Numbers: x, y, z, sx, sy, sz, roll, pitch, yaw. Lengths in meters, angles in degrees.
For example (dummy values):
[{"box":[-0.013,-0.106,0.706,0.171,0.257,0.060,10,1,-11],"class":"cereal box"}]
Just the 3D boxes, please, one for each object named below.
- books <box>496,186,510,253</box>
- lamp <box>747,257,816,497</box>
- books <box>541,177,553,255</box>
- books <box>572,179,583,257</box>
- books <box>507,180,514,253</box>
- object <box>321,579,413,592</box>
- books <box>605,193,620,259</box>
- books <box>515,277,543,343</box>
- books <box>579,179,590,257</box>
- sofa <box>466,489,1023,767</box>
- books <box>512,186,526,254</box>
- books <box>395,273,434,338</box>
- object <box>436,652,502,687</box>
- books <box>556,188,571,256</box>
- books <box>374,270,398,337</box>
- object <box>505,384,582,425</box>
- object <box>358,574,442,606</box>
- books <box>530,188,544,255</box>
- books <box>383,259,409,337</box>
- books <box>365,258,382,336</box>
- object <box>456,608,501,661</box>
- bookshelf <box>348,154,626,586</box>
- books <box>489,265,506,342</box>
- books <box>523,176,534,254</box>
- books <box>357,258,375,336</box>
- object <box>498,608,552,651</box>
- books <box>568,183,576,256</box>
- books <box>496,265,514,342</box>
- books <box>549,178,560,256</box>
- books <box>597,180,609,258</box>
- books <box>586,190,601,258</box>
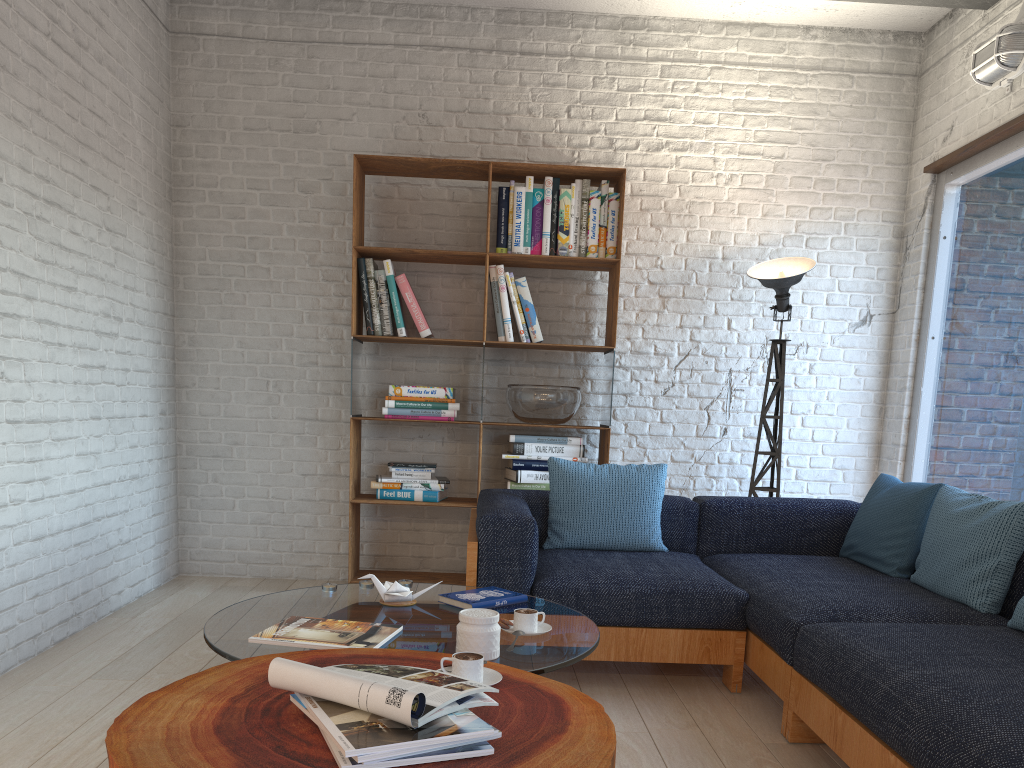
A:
[{"box":[-0.049,-0.808,4.462,0.055,0.335,0.250,2,5,-2],"class":"books"},{"box":[1.480,0.279,4.311,0.505,1.879,0.852,-2,9,-30],"class":"lamp"},{"box":[0.171,-0.826,4.446,0.036,0.390,0.239,2,6,-2],"class":"books"},{"box":[0.321,-0.819,4.475,0.036,0.390,0.239,2,6,-2],"class":"books"},{"box":[-0.010,-0.820,4.460,0.021,0.365,0.267,2,5,-2],"class":"books"},{"box":[-0.471,0.653,2.838,0.302,0.027,0.067,3,0,-24],"class":"object"},{"box":[0.500,-0.784,4.489,0.055,0.335,0.250,2,5,-2],"class":"books"},{"box":[0.083,-0.370,4.520,0.158,0.335,0.250,2,5,-2],"class":"books"},{"box":[0.359,-0.818,4.463,0.036,0.390,0.239,2,6,-2],"class":"books"},{"box":[0.900,0.792,2.252,2.080,0.670,3.899,2,-1,-2],"class":"sofa"},{"box":[0.029,-0.805,4.446,0.055,0.335,0.250,2,5,-2],"class":"books"},{"box":[-0.503,-0.390,4.522,0.195,0.324,0.250,2,5,-2],"class":"books"},{"box":[-0.096,0.595,1.832,0.146,0.056,0.172,2,0,-13],"class":"object"},{"box":[0.254,-0.795,4.448,0.055,0.335,0.250,2,5,-2],"class":"books"},{"box":[-0.651,-0.404,4.524,0.102,0.340,0.250,2,5,-2],"class":"books"},{"box":[0.165,0.112,4.617,0.399,0.205,0.399,3,1,40],"class":"object"},{"box":[-0.341,0.622,2.665,0.185,0.092,0.192,3,1,23],"class":"object"},{"box":[0.122,-0.800,4.468,0.055,0.335,0.250,2,5,-2],"class":"books"},{"box":[-0.593,-0.426,4.491,0.121,0.388,0.239,2,6,-2],"class":"books"},{"box":[-0.700,-0.432,4.499,0.091,0.391,0.239,2,6,-2],"class":"books"},{"box":[-0.082,0.611,2.132,0.108,0.110,0.106,3,4,14],"class":"object"},{"box":[-0.154,0.036,4.562,1.318,2.242,0.356,2,9,-2],"class":"bookshelf"},{"box":[-0.078,-0.402,4.528,0.101,0.390,0.239,2,6,-2],"class":"books"},{"box":[0.077,-0.830,4.448,0.036,0.390,0.239,2,6,-2],"class":"books"},{"box":[-0.738,-0.434,4.490,0.091,0.391,0.239,2,6,-2],"class":"books"},{"box":[0.043,0.648,2.325,0.155,0.058,0.267,2,-1,-9],"class":"object"},{"box":[0.292,-0.807,4.462,0.021,0.365,0.267,2,5,-2],"class":"books"},{"box":[-0.039,-0.401,4.507,0.103,0.390,0.239,2,6,-2],"class":"books"},{"box":[0.208,-0.825,4.457,0.036,0.390,0.239,2,6,-2],"class":"books"},{"box":[0.453,-0.814,4.467,0.036,0.390,0.239,2,6,-2],"class":"books"},{"box":[0.404,-0.788,4.463,0.055,0.335,0.250,2,5,-2],"class":"books"}]
